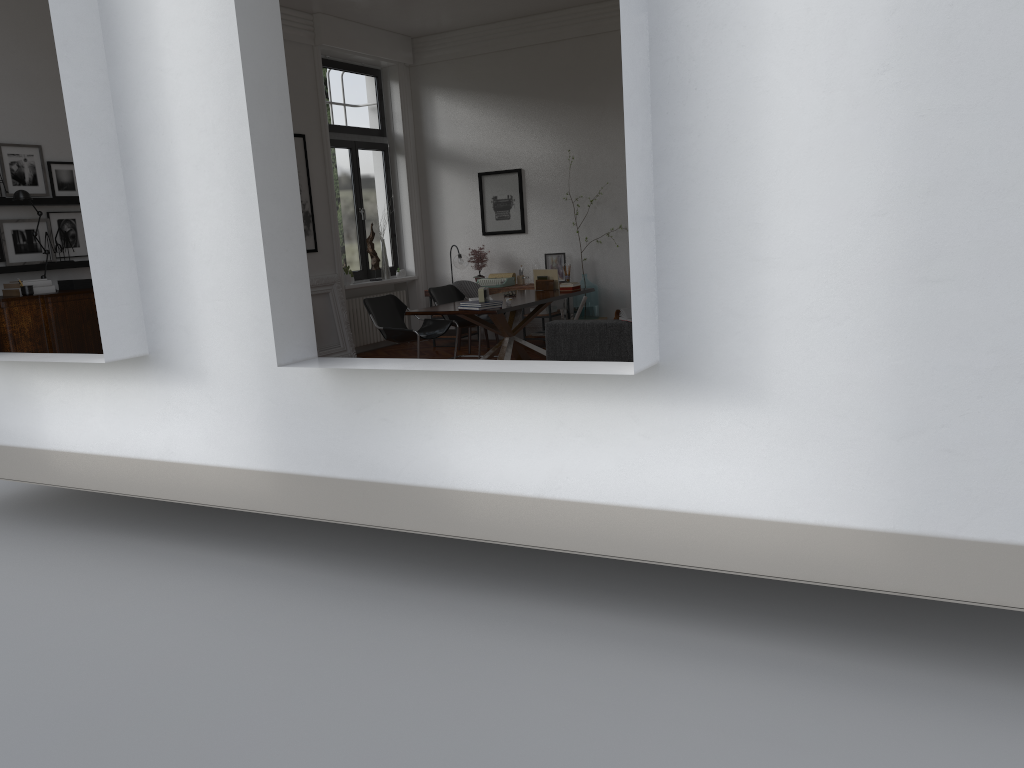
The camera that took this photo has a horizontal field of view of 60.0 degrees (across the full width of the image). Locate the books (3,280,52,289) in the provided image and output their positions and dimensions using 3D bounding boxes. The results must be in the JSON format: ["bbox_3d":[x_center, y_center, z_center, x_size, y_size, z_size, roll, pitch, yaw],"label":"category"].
[{"bbox_3d":[-3.791,-0.778,6.938,0.254,0.044,0.238,2,11,29],"label":"books"}]

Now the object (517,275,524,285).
[{"bbox_3d":[0.113,-1.337,11.386,0.075,0.114,0.058,2,12,28],"label":"object"}]

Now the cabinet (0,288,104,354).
[{"bbox_3d":[-3.618,-0.136,7.192,0.640,1.223,1.261,2,12,29],"label":"cabinet"}]

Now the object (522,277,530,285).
[{"bbox_3d":[0.173,-1.302,11.196,0.093,0.102,0.093,0,11,20],"label":"object"}]

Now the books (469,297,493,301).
[{"bbox_3d":[-0.321,-0.871,9.161,0.231,0.026,0.324,-5,10,-6],"label":"books"}]

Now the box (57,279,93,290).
[{"bbox_3d":[-3.609,-0.838,7.427,0.208,0.087,0.281,2,12,29],"label":"box"}]

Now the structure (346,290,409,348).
[{"bbox_3d":[-1.831,-0.788,11.710,0.225,0.781,1.448,2,12,29],"label":"structure"}]

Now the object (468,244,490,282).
[{"bbox_3d":[-0.440,-1.559,11.636,0.289,0.531,0.307,-7,11,-16],"label":"object"}]

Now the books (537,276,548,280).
[{"bbox_3d":[0.352,-1.140,9.999,0.128,0.158,0.040,2,13,28],"label":"books"}]

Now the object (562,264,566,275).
[{"bbox_3d":[0.586,-1.235,9.824,0.049,0.194,0.008,-4,11,-2],"label":"object"}]

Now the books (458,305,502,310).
[{"bbox_3d":[-0.302,-0.723,8.294,0.263,0.027,0.347,-11,12,-35],"label":"books"}]

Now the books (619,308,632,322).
[{"bbox_3d":[1.050,-0.580,7.349,0.224,0.096,0.278,-7,11,-19],"label":"books"}]

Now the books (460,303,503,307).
[{"bbox_3d":[-0.289,-0.745,8.290,0.249,0.017,0.343,-11,12,-35],"label":"books"}]

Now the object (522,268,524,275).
[{"bbox_3d":[0.129,-1.389,11.386,0.054,0.208,0.008,-1,11,12],"label":"object"}]

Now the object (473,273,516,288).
[{"bbox_3d":[-0.257,-1.318,11.285,0.534,0.149,0.482,1,11,27],"label":"object"}]

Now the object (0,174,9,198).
[{"bbox_3d":[-4.041,-1.582,6.942,0.040,0.261,0.174,2,12,29],"label":"object"}]

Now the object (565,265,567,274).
[{"bbox_3d":[0.601,-1.232,9.802,0.008,0.194,0.049,3,13,33],"label":"object"}]

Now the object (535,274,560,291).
[{"bbox_3d":[0.398,-1.141,9.985,0.228,0.167,0.149,2,12,28],"label":"object"}]

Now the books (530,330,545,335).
[{"bbox_3d":[0.389,-0.641,11.051,0.196,0.014,0.267,5,13,40],"label":"books"}]

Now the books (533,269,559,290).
[{"bbox_3d":[0.387,-1.181,10.019,0.310,0.240,0.043,2,12,28],"label":"books"}]

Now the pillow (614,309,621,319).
[{"bbox_3d":[1.060,-0.504,7.692,0.469,0.398,0.329,-8,12,-23],"label":"pillow"}]

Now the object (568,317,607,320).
[{"bbox_3d":[0.930,-0.657,11.067,0.435,0.318,0.340,2,12,29],"label":"object"}]

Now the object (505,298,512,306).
[{"bbox_3d":[-0.037,-0.773,8.361,0.082,0.065,0.064,-13,14,-40],"label":"object"}]

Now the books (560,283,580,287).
[{"bbox_3d":[0.643,-1.096,9.804,0.164,0.029,0.207,1,11,27],"label":"books"}]

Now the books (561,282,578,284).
[{"bbox_3d":[0.637,-1.118,9.815,0.128,0.008,0.159,2,12,30],"label":"books"}]

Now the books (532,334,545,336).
[{"bbox_3d":[0.390,-0.626,11.054,0.196,0.014,0.267,1,11,27],"label":"books"}]

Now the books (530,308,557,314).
[{"bbox_3d":[0.396,-0.898,10.965,0.225,0.038,0.307,2,11,28],"label":"books"}]

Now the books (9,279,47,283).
[{"bbox_3d":[-3.775,-0.805,6.919,0.179,0.014,0.200,2,11,29],"label":"books"}]

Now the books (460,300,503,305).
[{"bbox_3d":[-0.290,-0.762,8.287,0.249,0.017,0.343,-11,12,-35],"label":"books"}]

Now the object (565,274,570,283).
[{"bbox_3d":[0.620,-1.172,9.839,0.058,0.091,0.058,-1,11,16],"label":"object"}]

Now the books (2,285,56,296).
[{"bbox_3d":[-3.783,-0.728,6.944,0.229,0.057,0.293,2,11,29],"label":"books"}]

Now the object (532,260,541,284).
[{"bbox_3d":[0.314,-1.426,11.266,0.111,0.303,0.111,-9,12,-24],"label":"object"}]

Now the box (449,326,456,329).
[{"bbox_3d":[-0.788,-0.772,11.682,0.238,0.066,0.255,2,12,29],"label":"box"}]

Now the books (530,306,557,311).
[{"bbox_3d":[0.391,-0.935,10.970,0.225,0.038,0.307,2,11,29],"label":"books"}]

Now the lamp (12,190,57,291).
[{"bbox_3d":[-3.783,-1.126,7.058,0.174,0.806,0.489,-5,11,-6],"label":"lamp"}]

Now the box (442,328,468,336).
[{"bbox_3d":[-0.780,-0.697,11.695,0.296,0.083,0.316,2,12,29],"label":"box"}]

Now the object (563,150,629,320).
[{"bbox_3d":[1.037,-1.829,10.819,0.807,2.066,0.352,-2,11,10],"label":"object"}]

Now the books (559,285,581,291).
[{"bbox_3d":[0.645,-1.062,9.801,0.159,0.040,0.215,2,12,31],"label":"books"}]

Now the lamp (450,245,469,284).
[{"bbox_3d":[-0.729,-1.549,11.637,0.207,0.552,0.441,-12,14,-37],"label":"lamp"}]
